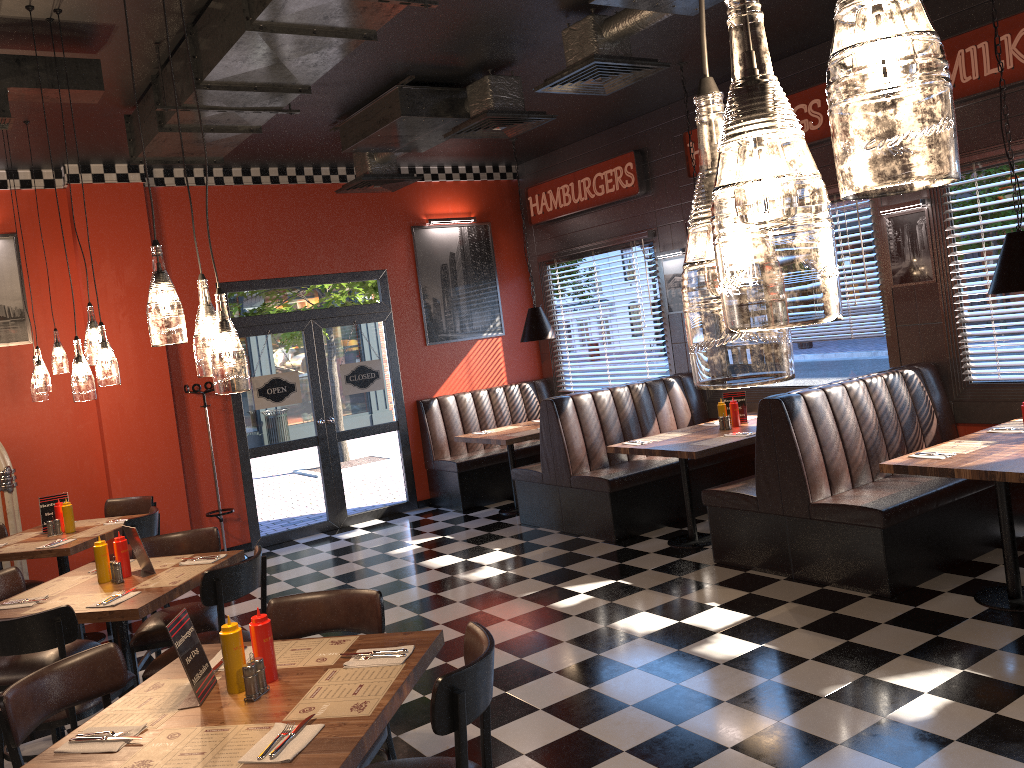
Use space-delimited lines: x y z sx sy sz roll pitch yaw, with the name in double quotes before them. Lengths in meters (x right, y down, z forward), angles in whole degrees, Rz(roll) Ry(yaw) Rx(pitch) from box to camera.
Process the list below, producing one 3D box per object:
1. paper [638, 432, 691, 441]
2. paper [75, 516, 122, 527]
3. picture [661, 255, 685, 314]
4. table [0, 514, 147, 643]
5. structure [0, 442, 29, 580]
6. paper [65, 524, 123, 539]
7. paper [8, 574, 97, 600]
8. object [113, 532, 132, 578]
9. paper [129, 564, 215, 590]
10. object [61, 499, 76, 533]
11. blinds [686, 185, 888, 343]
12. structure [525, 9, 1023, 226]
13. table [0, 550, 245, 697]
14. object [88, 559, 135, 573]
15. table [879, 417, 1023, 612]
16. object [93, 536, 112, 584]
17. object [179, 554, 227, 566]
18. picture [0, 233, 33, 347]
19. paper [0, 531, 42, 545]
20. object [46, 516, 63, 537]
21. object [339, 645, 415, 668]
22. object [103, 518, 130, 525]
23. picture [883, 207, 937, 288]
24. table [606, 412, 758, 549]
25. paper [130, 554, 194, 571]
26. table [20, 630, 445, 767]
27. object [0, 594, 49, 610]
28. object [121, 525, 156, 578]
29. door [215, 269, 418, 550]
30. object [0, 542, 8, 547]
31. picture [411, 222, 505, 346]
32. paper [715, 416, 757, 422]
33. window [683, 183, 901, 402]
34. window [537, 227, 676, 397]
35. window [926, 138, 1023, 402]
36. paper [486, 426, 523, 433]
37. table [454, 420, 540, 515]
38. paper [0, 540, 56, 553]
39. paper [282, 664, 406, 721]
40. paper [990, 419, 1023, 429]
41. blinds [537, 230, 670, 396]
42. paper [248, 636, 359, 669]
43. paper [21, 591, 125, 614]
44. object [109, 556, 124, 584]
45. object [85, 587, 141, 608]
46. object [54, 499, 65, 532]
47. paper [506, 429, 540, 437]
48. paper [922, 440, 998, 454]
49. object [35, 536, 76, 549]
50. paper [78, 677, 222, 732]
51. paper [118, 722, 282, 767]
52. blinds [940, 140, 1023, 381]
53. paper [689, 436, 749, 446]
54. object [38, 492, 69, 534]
"paper" 1.209 0.417 7.036 0.366 0.001 0.260 -10 4 -32
"paper" -3.095 1.016 6.490 0.365 0.001 0.262 -7 4 11
"picture" 1.574 -0.944 8.437 0.012 0.536 0.350 -8 2 -33
"table" -3.119 1.430 6.168 0.959 0.773 0.959 -7 3 12
"structure" -4.515 1.072 6.811 1.298 1.766 0.499 -9 2 -33
"paper" -2.853 1.010 6.092 0.261 0.001 0.366 -7 4 11
"paper" -2.350 1.043 4.564 0.261 0.001 0.366 -7 4 11
"object" -2.014 0.879 4.573 0.068 0.237 0.068 -8 2 -28
"paper" -1.696 0.965 4.449 0.261 0.001 0.366 -7 4 11
"object" -3.095 0.916 6.178 0.068 0.237 0.068 -8 2 -36
"blinds" 2.237 -0.928 7.424 0.100 1.204 1.866 -8 3 -33
"structure" 3.312 -2.128 5.469 0.120 0.438 11.244 -8 4 -33
"table" -1.980 1.390 4.495 0.959 0.773 0.959 -7 3 12
"object" -2.206 0.997 4.851 0.157 0.019 0.256 -7 4 11
"table" 3.056 0.698 5.018 1.697 0.773 0.955 -10 3 -33
"object" -2.092 0.893 4.522 0.068 0.237 0.068 -8 2 -28
"object" -1.668 0.935 4.730 0.254 0.019 0.158 -7 4 14
"picture" -4.859 -0.681 7.021 1.775 0.939 0.023 -10 2 -34
"paper" -3.479 1.084 6.210 0.260 0.001 0.366 -7 4 14
"object" -3.174 0.982 6.138 0.094 0.136 0.046 -9 2 -33
"object" -0.457 0.894 2.918 0.255 0.019 0.158 -7 4 11
"object" -2.812 0.980 6.340 0.255 0.019 0.158 -7 4 12
"picture" 2.891 -0.986 6.448 0.012 0.536 0.350 -8 2 -33
"table" 1.748 0.740 6.995 1.697 0.773 0.955 -10 3 -33
"paper" -1.959 0.976 4.810 0.365 0.001 0.262 -7 4 10
"table" -0.752 1.343 2.745 0.959 0.773 0.959 -7 3 12
"object" -2.361 1.054 4.292 0.255 0.019 0.158 -7 4 5
"object" -1.938 0.858 4.597 0.072 0.257 0.188 -9 2 -43
"door" -1.904 0.186 8.922 1.805 2.570 0.128 -9 2 -34
"object" -3.517 1.096 5.971 0.254 0.019 0.158 -7 4 14
"picture" -0.588 -1.132 9.874 1.026 1.300 0.016 -9 2 -34
"paper" 1.891 0.300 7.477 0.366 0.001 0.260 -10 5 -36
"window" 2.322 -0.706 7.483 0.128 1.712 2.024 -8 3 -33
"window" 1.005 -0.663 9.472 0.128 1.712 2.024 -8 3 -33
"window" 3.638 -0.749 5.494 0.128 1.712 2.024 -8 3 -33
"paper" -0.114 0.461 9.022 0.366 0.001 0.260 -10 4 -33
"table" 0.425 0.783 8.992 1.697 0.773 0.955 -10 3 -33
"paper" -3.214 1.074 5.831 0.365 0.001 0.262 -7 4 11
"paper" -0.495 0.924 2.670 0.261 0.001 0.366 -7 4 10
"paper" 3.221 0.251 5.545 0.366 0.001 0.260 -10 4 -32
"blinds" 0.945 -0.673 9.421 0.100 1.633 1.866 -8 3 -33
"paper" -0.743 0.931 3.063 0.365 0.001 0.262 -7 4 10
"paper" -2.069 1.032 4.179 0.365 0.001 0.262 -7 4 13
"object" -2.000 0.936 4.474 0.047 0.136 0.093 -9 2 -43
"object" -1.851 0.997 4.148 0.157 0.019 0.256 -7 4 14
"object" -3.173 0.923 6.228 0.068 0.237 0.068 -8 2 -36
"paper" 0.148 0.465 8.440 0.366 0.001 0.260 -10 5 -36
"paper" 2.590 0.362 5.116 0.366 0.001 0.260 -10 4 -33
"object" -2.971 1.035 5.806 0.157 0.019 0.256 -6 4 15
"paper" -1.122 0.999 2.777 0.261 0.001 0.366 -7 4 12
"paper" -0.850 0.988 2.402 0.365 0.001 0.262 -7 4 10
"blinds" 3.575 -0.799 5.440 0.101 1.551 1.866 -8 3 -33
"paper" 1.514 0.414 6.466 0.366 0.001 0.260 -10 4 -32
"object" -3.248 0.919 6.302 0.189 0.257 0.072 -8 2 -24
